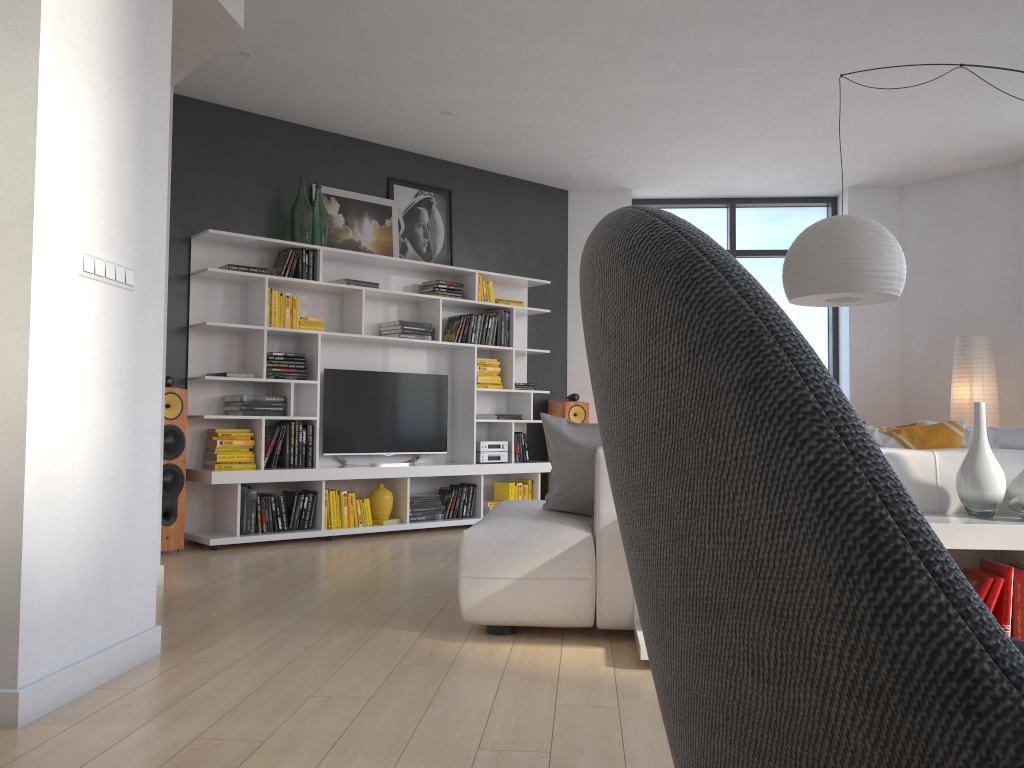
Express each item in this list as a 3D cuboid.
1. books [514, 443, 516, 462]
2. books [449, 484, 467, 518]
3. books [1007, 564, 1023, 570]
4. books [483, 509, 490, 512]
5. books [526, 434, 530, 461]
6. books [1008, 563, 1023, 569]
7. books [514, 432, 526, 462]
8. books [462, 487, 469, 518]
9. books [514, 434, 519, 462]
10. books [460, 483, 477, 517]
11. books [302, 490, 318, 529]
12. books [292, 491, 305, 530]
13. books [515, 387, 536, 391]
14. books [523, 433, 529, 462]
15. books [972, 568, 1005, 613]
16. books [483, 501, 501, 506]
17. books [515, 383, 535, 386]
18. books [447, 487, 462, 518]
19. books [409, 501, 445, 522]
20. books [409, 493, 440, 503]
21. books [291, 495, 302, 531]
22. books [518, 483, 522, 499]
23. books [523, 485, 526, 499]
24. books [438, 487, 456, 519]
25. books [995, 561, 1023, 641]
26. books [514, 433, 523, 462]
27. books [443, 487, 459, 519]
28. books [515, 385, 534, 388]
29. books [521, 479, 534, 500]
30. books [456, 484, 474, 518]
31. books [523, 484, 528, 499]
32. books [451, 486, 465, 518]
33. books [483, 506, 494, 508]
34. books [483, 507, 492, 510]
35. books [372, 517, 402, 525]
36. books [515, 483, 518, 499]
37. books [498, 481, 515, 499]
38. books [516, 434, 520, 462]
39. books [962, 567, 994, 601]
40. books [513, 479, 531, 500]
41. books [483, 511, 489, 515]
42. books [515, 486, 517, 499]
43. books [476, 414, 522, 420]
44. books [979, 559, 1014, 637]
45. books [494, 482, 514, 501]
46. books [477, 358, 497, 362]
[{"bbox_3d":[-0.050,0.520,7.451,0.053,0.268,0.202,3,-4,-41],"label":"books"},{"bbox_3d":[-0.443,0.923,7.001,0.075,0.254,0.192,3,-4,-41],"label":"books"},{"bbox_3d":[1.680,0.746,2.963,0.028,0.266,0.188,0,-3,5],"label":"books"},{"bbox_3d":[-0.156,1.023,7.231,0.196,0.011,0.148,3,-4,-40],"label":"books"},{"bbox_3d":[0.069,0.544,7.573,0.077,0.233,0.179,3,-4,-40],"label":"books"},{"bbox_3d":[1.706,0.743,2.946,0.028,0.269,0.181,0,-3,4],"label":"books"},{"bbox_3d":[0.036,0.532,7.514,0.066,0.255,0.193,3,-4,-41],"label":"books"},{"bbox_3d":[-0.418,0.931,7.013,0.068,0.243,0.179,3,-4,-42],"label":"books"},{"bbox_3d":[-0.023,0.537,7.468,0.053,0.240,0.189,3,-4,-40],"label":"books"},{"bbox_3d":[-0.368,0.924,7.064,0.066,0.260,0.197,3,-4,-40],"label":"books"},{"bbox_3d":[-1.431,0.872,6.174,0.066,0.260,0.197,3,-4,-40],"label":"books"},{"bbox_3d":[-1.506,0.871,6.111,0.075,0.254,0.192,3,-4,-41],"label":"books"},{"bbox_3d":[0.070,0.044,7.538,0.213,0.023,0.161,3,-3,-37],"label":"books"},{"bbox_3d":[0.064,0.538,7.527,0.066,0.242,0.177,3,-4,-41],"label":"books"},{"bbox_3d":[1.548,0.752,2.966,0.115,0.245,0.192,0,-3,5],"label":"books"},{"bbox_3d":[-0.163,0.974,7.238,0.186,0.026,0.138,3,-4,-40],"label":"books"},{"bbox_3d":[0.060,0.006,7.554,0.213,0.023,0.161,3,-3,-37],"label":"books"},{"bbox_3d":[-0.478,0.931,6.953,0.081,0.233,0.169,3,-4,-41],"label":"books"},{"bbox_3d":[-0.727,0.968,6.791,0.277,0.137,0.343,-2,-4,45],"label":"books"},{"bbox_3d":[-0.745,0.876,6.808,0.310,0.047,0.250,3,-4,-45],"label":"books"},{"bbox_3d":[-1.508,0.876,6.076,0.069,0.242,0.172,3,-4,-39],"label":"books"},{"bbox_3d":[0.008,0.945,7.376,0.035,0.250,0.185,3,-4,-40],"label":"books"},{"bbox_3d":[0.050,0.955,7.409,0.024,0.234,0.172,3,-4,-40],"label":"books"},{"bbox_3d":[-0.534,0.928,6.918,0.104,0.234,0.182,3,-4,-40],"label":"books"},{"bbox_3d":[1.650,0.743,2.975,0.038,0.270,0.215,0,-3,5],"label":"books"},{"bbox_3d":[0.021,0.536,7.487,0.050,0.242,0.169,3,-4,-41],"label":"books"},{"bbox_3d":[-0.511,0.930,6.943,0.096,0.234,0.187,3,-4,-40],"label":"books"},{"bbox_3d":[0.068,0.025,7.540,0.198,0.015,0.142,3,-4,-42],"label":"books"},{"bbox_3d":[0.101,0.941,7.477,0.025,0.270,0.213,3,-4,-40],"label":"books"},{"bbox_3d":[-0.393,0.927,7.041,0.084,0.249,0.191,3,-4,-40],"label":"books"},{"bbox_3d":[0.068,0.956,7.429,0.024,0.234,0.172,3,-4,-40],"label":"books"},{"bbox_3d":[-0.443,0.929,6.966,0.069,0.242,0.172,3,-4,-39],"label":"books"},{"bbox_3d":[-0.152,0.994,7.229,0.187,0.014,0.134,3,-4,-40],"label":"books"},{"bbox_3d":[-0.147,1.009,7.213,0.169,0.018,0.113,3,-3,-39],"label":"books"},{"bbox_3d":[-0.982,1.008,6.552,0.270,0.029,0.204,-1,-3,35],"label":"books"},{"bbox_3d":[-0.013,0.944,7.360,0.019,0.251,0.180,3,-4,-40],"label":"books"},{"bbox_3d":[-0.045,0.938,7.337,0.015,0.263,0.199,3,-4,-40],"label":"books"},{"bbox_3d":[-0.001,0.539,7.478,0.049,0.236,0.170,3,-4,-40],"label":"books"},{"bbox_3d":[1.508,0.752,2.977,0.144,0.247,0.188,0,-3,5],"label":"books"},{"bbox_3d":[0.086,0.940,7.453,0.029,0.270,0.204,3,-4,-40],"label":"books"},{"bbox_3d":[-0.154,1.046,7.226,0.190,0.033,0.147,3,-4,-40],"label":"books"},{"bbox_3d":[-0.018,0.955,7.332,0.024,0.229,0.156,3,-4,-40],"label":"books"},{"bbox_3d":[-0.108,0.277,7.437,0.310,0.047,0.250,3,-4,-45],"label":"books"},{"bbox_3d":[1.611,0.737,2.962,0.046,0.282,0.199,0,-3,5],"label":"books"},{"bbox_3d":[-0.067,0.939,7.315,0.044,0.255,0.198,3,-4,-40],"label":"books"},{"bbox_3d":[-0.261,-0.195,7.379,0.223,0.023,0.163,3,-3,-36],"label":"books"}]
